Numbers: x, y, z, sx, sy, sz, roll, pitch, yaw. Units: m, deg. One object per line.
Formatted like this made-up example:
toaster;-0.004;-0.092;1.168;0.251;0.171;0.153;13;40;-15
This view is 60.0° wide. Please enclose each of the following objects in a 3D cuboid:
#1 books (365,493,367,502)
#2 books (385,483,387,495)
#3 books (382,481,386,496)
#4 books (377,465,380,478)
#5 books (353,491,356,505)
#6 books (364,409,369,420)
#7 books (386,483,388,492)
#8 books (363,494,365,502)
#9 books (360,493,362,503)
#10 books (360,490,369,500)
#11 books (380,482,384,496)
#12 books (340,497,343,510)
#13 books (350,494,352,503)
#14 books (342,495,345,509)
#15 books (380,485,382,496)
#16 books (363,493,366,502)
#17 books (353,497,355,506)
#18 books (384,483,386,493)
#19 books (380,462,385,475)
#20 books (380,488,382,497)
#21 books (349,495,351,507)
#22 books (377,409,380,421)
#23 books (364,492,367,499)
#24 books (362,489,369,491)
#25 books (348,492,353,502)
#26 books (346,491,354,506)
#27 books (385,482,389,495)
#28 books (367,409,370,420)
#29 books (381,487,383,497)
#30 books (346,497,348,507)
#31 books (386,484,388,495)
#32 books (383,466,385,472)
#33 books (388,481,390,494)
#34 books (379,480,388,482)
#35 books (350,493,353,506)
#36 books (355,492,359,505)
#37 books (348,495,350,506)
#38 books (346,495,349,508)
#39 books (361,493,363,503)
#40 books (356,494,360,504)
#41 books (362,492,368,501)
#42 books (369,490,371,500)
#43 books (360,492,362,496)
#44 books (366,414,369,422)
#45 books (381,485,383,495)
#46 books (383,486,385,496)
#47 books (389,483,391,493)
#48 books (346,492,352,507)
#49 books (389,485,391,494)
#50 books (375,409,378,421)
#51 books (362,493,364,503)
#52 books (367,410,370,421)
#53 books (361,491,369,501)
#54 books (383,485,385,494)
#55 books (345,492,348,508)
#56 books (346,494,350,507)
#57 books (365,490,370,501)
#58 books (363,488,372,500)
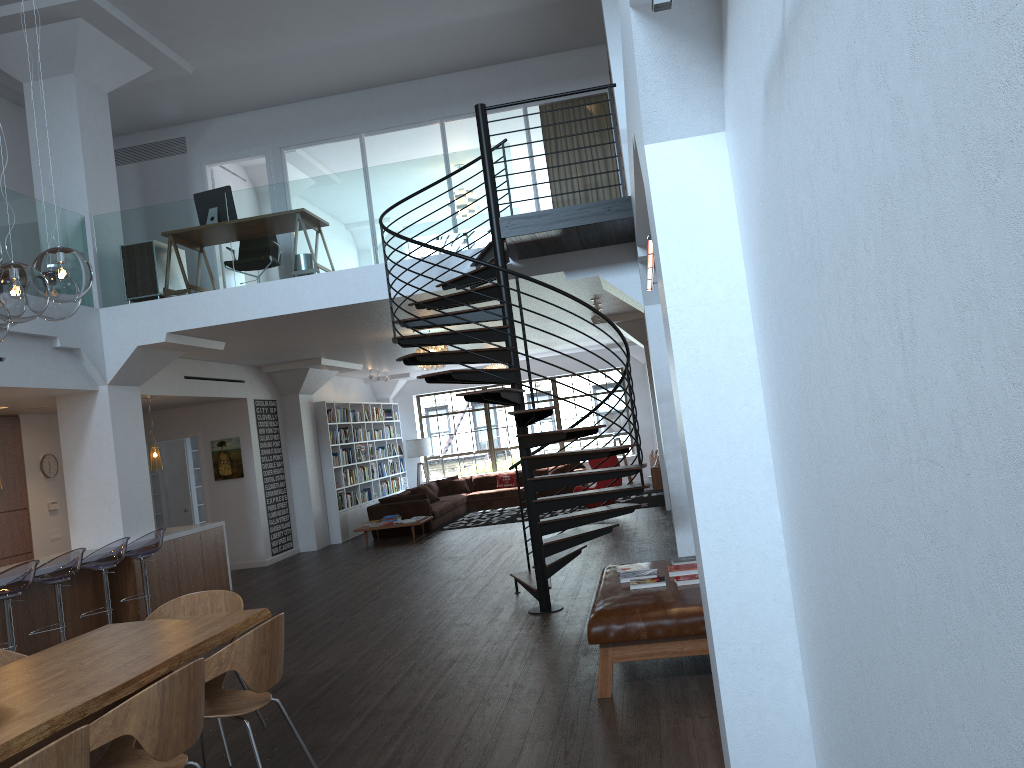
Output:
books;-2.785;2.126;16.592;0.107;0.167;0.017;-8;-3;8
books;-2.616;2.123;17.839;0.183;0.253;0.034;-8;-3;8
books;-2.634;2.103;17.765;0.176;0.290;0.053;-8;-3;8
books;-2.714;1.738;17.533;0.182;0.255;0.077;-8;-3;8
books;-2.904;2.067;15.951;0.183;0.253;0.042;-8;-3;8
books;-2.901;0.624;17.371;0.160;0.251;0.031;-8;-3;8
books;-2.606;2.134;17.961;0.174;0.240;0.045;-8;-3;8
books;-2.801;2.131;16.504;0.110;0.153;0.019;-8;-3;8
books;-2.843;2.107;16.303;0.139;0.191;0.036;-8;-3;8
books;-2.783;2.115;16.732;0.146;0.202;0.027;-8;-3;8
books;-2.658;2.103;17.657;0.198;0.284;0.066;-8;-3;8
books;-2.998;2.059;15.240;0.161;0.223;0.032;-8;-3;8
books;-2.934;2.076;15.751;0.161;0.223;0.033;-8;-3;8
books;-2.996;2.050;15.360;0.180;0.251;0.048;-8;-3;8
books;-2.671;2.122;17.538;0.174;0.240;0.045;-8;-3;8
books;-2.799;2.126;16.542;0.120;0.167;0.020;-8;-3;8
books;-2.926;2.079;15.911;0.168;0.231;0.045;-8;-3;8
books;-2.625;2.122;17.807;0.183;0.253;0.034;-8;-3;8
books;-2.671;1.731;17.887;0.176;0.293;0.125;-8;-3;8
books;-2.678;2.114;17.499;0.183;0.253;0.034;-8;-3;8
books;-2.936;2.081;15.677;0.161;0.223;0.030;-8;-3;8
books;-2.798;0.642;18.052;0.183;0.253;0.034;-8;-3;8
books;-2.787;2.126;16.643;0.126;0.173;0.032;-8;-3;8
books;-2.775;2.119;16.881;0.144;0.207;0.048;-8;-3;8
books;-2.926;2.065;15.827;0.160;0.251;0.039;-8;-3;8
books;-2.923;2.062;15.867;0.180;0.259;0.042;-8;-3;8
books;-2.590;2.127;17.998;0.183;0.253;0.034;-8;-3;8
books;-2.888;0.625;17.436;0.160;0.251;0.039;-8;-3;8
books;-2.655;2.130;17.571;0.161;0.223;0.026;-8;-3;8
books;-2.971;2.056;15.531;0.160;0.251;0.031;-8;-3;8
books;-2.602;2.140;17.925;0.161;0.223;0.027;-8;-3;8
books;-2.659;1.768;17.936;0.161;0.222;0.084;-8;-3;8
books;-2.586;2.128;18.082;0.180;0.259;0.060;-8;-3;8
books;-2.597;2.111;18.035;0.176;0.290;0.036;-8;-3;8
books;-2.929;2.065;15.787;0.171;0.246;0.039;-8;-3;8
books;-2.891;2.079;16.040;0.174;0.236;0.142;-8;-3;8
books;-2.946;2.072;15.646;0.161;0.223;0.033;-8;-3;8
books;-2.955;2.069;15.559;0.161;0.223;0.032;-8;-3;8
books;-2.826;2.116;16.397;0.128;0.178;0.022;-8;-3;8
books;-2.873;2.094;16.094;0.161;0.207;0.135;-8;-3;8
books;-2.783;2.124;16.670;0.128;0.178;0.021;-8;-3;8
books;-2.763;2.118;16.840;0.146;0.202;0.027;-8;-3;8
books;-2.837;2.106;16.378;0.127;0.200;0.020;-8;-3;8
books;-2.900;0.642;17.288;0.161;0.207;0.130;-8;-3;8
books;-2.662;2.128;17.603;0.168;0.231;0.037;-8;-3;8
books;-2.635;2.120;17.699;0.160;0.250;0.026;-8;-3;8
books;-2.571;2.147;18.148;0.161;0.223;0.027;-8;-3;8
books;-2.944;2.059;15.716;0.183;0.253;0.042;-8;-3;8
books;-2.576;2.133;18.123;0.160;0.250;0.026;-8;-3;8
books;-2.807;0.643;17.970;0.171;0.246;0.057;-8;-3;8
books;-2.828;2.116;16.445;0.134;0.184;0.030;-8;-3;8
books;-2.886;0.637;17.399;0.161;0.223;0.032;-8;-3;8
books;-2.782;2.119;16.699;0.139;0.191;0.036;-8;-3;8
books;-2.627;2.134;17.723;0.161;0.223;0.026;-8;-3;8
books;-2.987;2.039;15.493;0.198;0.284;0.049;-8;-3;8
books;-2.960;2.068;15.604;0.176;0.231;0.053;-8;-3;8
books;-2.771;2.115;16.758;0.146;0.202;0.027;-8;-3;8
books;-2.757;2.107;16.925;0.140;0.231;0.042;-8;-3;8
